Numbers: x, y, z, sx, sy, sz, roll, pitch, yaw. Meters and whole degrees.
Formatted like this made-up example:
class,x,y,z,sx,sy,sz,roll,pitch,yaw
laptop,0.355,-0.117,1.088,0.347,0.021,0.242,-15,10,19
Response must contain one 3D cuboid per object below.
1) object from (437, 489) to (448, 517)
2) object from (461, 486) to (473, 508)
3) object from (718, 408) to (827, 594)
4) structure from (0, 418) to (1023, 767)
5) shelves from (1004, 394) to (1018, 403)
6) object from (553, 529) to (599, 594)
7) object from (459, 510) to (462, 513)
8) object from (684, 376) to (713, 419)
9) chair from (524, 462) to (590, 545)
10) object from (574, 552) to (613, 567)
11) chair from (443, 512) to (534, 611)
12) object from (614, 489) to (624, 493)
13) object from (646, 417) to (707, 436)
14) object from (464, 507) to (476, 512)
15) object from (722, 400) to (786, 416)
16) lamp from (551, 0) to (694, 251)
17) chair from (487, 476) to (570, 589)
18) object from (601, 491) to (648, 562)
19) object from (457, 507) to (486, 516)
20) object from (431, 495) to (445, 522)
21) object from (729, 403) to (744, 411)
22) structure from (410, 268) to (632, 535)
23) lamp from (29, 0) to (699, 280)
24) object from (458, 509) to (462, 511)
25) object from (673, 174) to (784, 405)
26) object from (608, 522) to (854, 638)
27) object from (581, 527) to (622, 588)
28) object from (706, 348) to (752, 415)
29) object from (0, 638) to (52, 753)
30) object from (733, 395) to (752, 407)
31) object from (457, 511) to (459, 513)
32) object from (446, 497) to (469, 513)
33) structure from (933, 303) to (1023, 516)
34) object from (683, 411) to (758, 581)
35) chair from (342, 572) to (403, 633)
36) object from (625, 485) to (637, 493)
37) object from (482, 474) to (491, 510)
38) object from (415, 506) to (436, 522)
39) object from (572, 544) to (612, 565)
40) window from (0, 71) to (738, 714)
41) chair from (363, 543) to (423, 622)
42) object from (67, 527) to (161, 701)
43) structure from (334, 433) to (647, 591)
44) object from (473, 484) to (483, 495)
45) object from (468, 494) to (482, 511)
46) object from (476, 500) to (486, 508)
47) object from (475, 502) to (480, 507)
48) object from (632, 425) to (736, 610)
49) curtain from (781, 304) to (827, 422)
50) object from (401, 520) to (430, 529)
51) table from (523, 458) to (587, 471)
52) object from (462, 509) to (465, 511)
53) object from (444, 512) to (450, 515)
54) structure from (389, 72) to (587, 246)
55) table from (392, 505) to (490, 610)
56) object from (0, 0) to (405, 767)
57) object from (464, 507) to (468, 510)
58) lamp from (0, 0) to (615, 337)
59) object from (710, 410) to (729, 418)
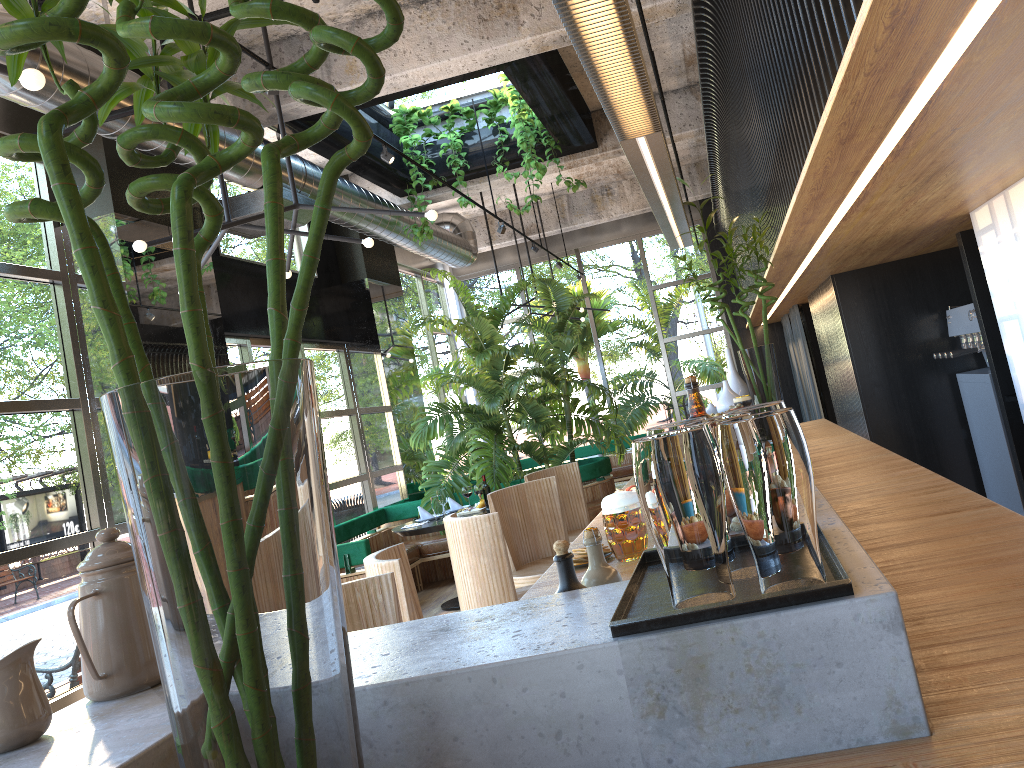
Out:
class,x,y,z,sx,sy,sz,roll,pitch,yaw
object,-0.596,1.039,7.722,0.094,0.246,0.091,-11,-5,-6
object,-0.397,1.032,8.043,0.103,0.201,0.101,-12,-5,0
object,0.313,0.140,1.059,0.111,0.210,0.100,-8,-6,-34
structure,2.118,0.240,2.035,5.748,1.737,7.225,-13,-2,11
shelves,3.214,0.044,5.070,0.514,0.035,0.881,-13,-2,12
object,0.126,0.345,1.417,0.067,0.215,0.171,-15,-6,37
object,-0.449,1.118,7.752,0.031,0.031,0.041,-15,-4,36
object,0.472,0.115,2.209,0.079,0.277,0.071,-7,-7,-43
chair,0.437,0.969,5.288,0.528,0.973,0.564,-14,-5,21
object,0.198,0.470,2.365,0.155,0.013,0.144,-11,-2,-18
chair,0.074,0.986,3.746,0.519,0.973,0.573,-15,-6,34
object,0.421,0.439,3.465,0.060,0.059,0.074,-12,-3,2
object,0.265,0.160,1.311,0.111,0.210,0.100,-8,-6,-34
object,-0.359,1.089,7.751,0.099,0.013,0.226,-13,-2,17
object,0.377,0.136,1.303,0.111,0.210,0.100,-8,-6,-34
lamp,1.287,-2.144,2.475,4.936,2.141,6.780,-12,-3,6
chair,0.240,0.980,4.489,0.563,0.973,0.530,-11,-5,-14
object,0.295,0.366,2.311,0.110,0.172,0.138,-12,-4,5
object,-0.302,1.092,7.746,0.231,0.019,0.364,-13,-2,22
object,-0.626,1.058,7.553,0.111,0.210,0.099,-7,-7,-44
object,1.068,0.155,4.300,0.161,0.107,0.085,-10,-5,-34
structure,0.041,0.190,10.141,2.456,3.449,2.635,-11,-4,-4
lamp,-0.182,-1.922,8.079,3.732,1.538,10.151,-13,-2,10
object,-0.458,1.132,7.939,0.023,0.025,0.048,-14,-4,30
object,1.263,-0.448,4.917,0.616,1.555,0.636,-7,-7,-40
object,0.290,0.248,1.182,0.268,0.019,0.444,-13,-2,12
object,0.152,0.345,1.487,0.073,0.211,0.067,-10,-6,-22
object,1.193,0.005,4.916,0.331,0.399,0.303,-9,-5,-30
object,-0.635,0.391,1.109,0.097,0.120,0.089,-13,-5,19
object,0.969,0.152,4.054,0.205,0.135,0.823,-13,-2,19
object,-0.471,1.132,7.819,0.032,0.019,0.039,-13,-3,24
object,-0.505,1.096,8.139,0.236,0.139,0.229,-12,-3,-5
structure,3.335,0.200,6.051,0.540,1.600,0.850,-13,-5,12
object,0.296,0.149,1.184,0.111,0.210,0.099,-7,-7,-44
chair,-0.325,1.011,2.183,0.574,0.973,0.518,-9,-6,-32
object,0.474,0.428,3.472,0.072,0.060,0.126,-11,-3,-19
object,-0.216,0.925,7.603,0.065,0.300,0.071,-14,-6,27
object,-0.747,1.136,7.842,0.236,0.139,0.229,-12,-3,-5
object,0.198,0.455,2.367,0.149,0.041,0.091,-10,-4,-45
window,-1.492,-1.367,3.598,4.067,6.520,20.654,-13,-3,14
chair,-0.126,0.998,2.941,0.573,0.973,0.519,-9,-5,-29
object,-0.578,0.328,1.308,0.122,0.235,0.206,-10,-4,-20
structure,0.067,0.823,3.221,5.924,1.555,20.402,-13,-2,13
object,-0.283,1.005,7.984,0.103,0.201,0.101,-12,-5,0
object,-0.320,1.020,7.656,0.142,0.124,0.098,-11,-4,-9
object,-0.266,1.042,7.739,0.098,0.064,0.163,-11,-3,-17
object,-0.266,1.059,7.842,0.064,0.038,0.190,-9,-4,-45
object,0.213,0.163,1.084,0.111,0.210,0.100,-8,-6,-34
curtain,3.667,0.087,11.055,0.119,2.066,3.321,-13,-3,14
object,-0.809,1.196,7.584,0.251,0.019,0.159,-13,-2,10
table,0.531,1.461,11.625,1.122,0.754,1.074,-11,-3,-9
object,-0.426,1.117,7.842,0.032,0.032,0.038,-13,-4,9
object,-0.676,1.186,8.083,0.165,0.019,0.242,-11,-3,-28
structure,-0.184,-2.302,8.851,2.055,1.522,1.484,-15,-5,40
table,-0.424,1.513,7.728,1.141,0.754,1.055,-11,-3,-20
object,-0.335,-0.259,0.954,0.656,1.555,0.598,-13,-5,16
object,-0.415,1.118,7.905,0.095,0.028,0.132,-13,-3,26
lamp,-0.232,-1.920,3.691,4.997,1.831,19.174,-13,-2,13
object,1.103,0.179,4.671,0.185,0.073,0.235,-14,-3,31
